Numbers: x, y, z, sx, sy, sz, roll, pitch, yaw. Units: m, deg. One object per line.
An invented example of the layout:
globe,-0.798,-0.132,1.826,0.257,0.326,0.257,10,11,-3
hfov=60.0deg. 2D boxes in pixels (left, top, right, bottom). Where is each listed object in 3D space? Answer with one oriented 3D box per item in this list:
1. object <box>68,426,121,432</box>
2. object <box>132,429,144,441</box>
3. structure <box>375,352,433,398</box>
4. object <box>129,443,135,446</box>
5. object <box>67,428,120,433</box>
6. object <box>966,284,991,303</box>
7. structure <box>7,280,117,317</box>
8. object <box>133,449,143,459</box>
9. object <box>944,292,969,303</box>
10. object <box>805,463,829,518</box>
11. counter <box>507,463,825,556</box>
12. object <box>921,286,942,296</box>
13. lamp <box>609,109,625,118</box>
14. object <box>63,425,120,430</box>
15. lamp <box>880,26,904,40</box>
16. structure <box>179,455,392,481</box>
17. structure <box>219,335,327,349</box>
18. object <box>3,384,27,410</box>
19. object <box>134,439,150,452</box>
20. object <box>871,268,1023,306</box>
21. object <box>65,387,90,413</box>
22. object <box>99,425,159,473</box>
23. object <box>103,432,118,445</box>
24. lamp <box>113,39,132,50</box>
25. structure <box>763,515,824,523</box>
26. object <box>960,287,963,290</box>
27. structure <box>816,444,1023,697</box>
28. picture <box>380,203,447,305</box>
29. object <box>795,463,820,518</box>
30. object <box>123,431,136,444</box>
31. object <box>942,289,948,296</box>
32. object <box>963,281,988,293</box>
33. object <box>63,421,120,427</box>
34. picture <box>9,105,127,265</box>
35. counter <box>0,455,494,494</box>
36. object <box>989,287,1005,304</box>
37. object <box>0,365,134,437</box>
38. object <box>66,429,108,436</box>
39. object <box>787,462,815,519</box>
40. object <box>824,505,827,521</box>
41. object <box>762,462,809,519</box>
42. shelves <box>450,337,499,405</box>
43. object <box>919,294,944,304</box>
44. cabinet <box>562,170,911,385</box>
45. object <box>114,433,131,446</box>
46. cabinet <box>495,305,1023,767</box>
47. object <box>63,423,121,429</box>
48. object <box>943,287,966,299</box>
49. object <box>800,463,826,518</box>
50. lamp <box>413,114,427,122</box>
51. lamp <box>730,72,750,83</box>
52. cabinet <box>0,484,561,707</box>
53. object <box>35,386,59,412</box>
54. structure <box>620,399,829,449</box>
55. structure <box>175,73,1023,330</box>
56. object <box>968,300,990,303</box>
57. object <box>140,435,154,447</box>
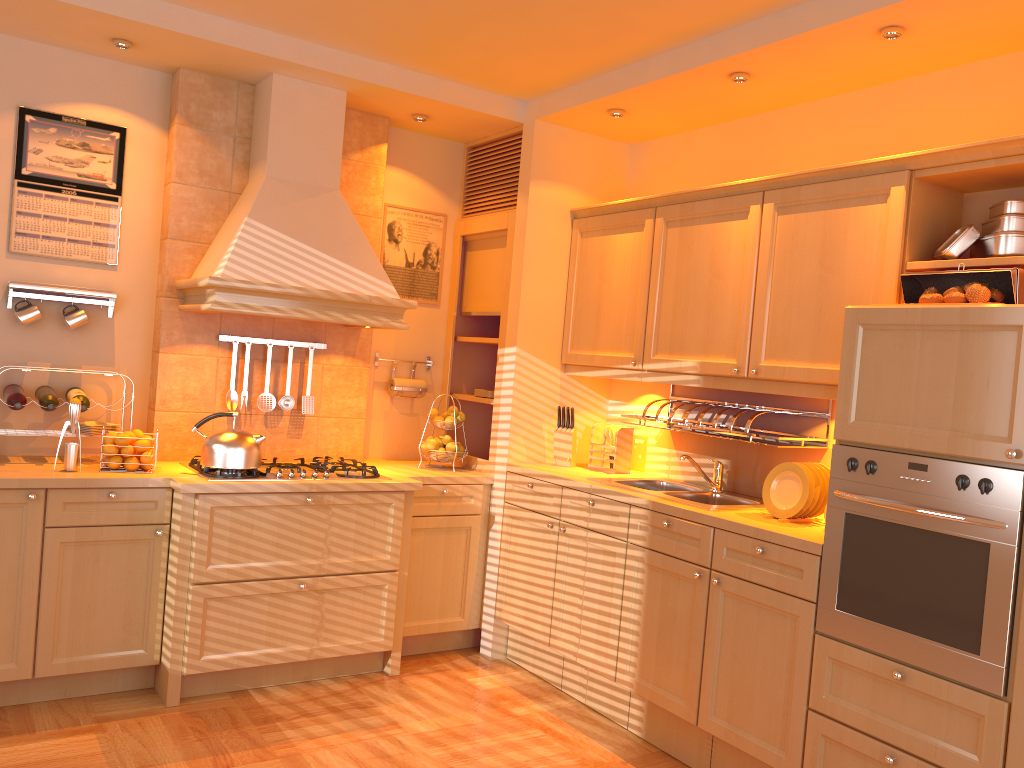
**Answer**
object,-1.768,0.191,3.735,0.172,0.011,0.163,5,2,26
object,-1.551,0.218,3.672,0.059,0.060,0.050,5,1,16
structure,-0.549,-0.042,4.641,0.320,0.220,0.126,4,2,-33
object,-1.569,0.247,3.638,0.061,0.051,0.055,5,1,11
object,-1.768,0.197,3.735,0.172,0.011,0.163,5,2,26
object,1.334,-0.255,2.538,0.066,0.064,0.045,5,1,18
structure,-1.904,-0.360,3.761,0.405,0.118,0.069,4,2,-33
object,-1.520,0.282,3.617,0.062,0.053,0.051,5,2,25
object,1.289,-0.249,2.576,0.062,0.036,0.065,4,1,-21
object,1.075,0.387,3.231,0.049,0.200,0.205,4,2,-32
counter,0.716,0.473,3.670,0.600,0.038,1.800,4,2,-33
object,1.286,-0.266,2.725,0.069,0.064,0.055,4,2,-29
lamp,0.470,-1.212,3.975,0.070,0.021,0.070,5,1,17
object,-1.767,0.184,3.735,0.172,0.011,0.163,5,2,26
lamp,1.218,-1.123,2.841,0.070,0.021,0.070,5,1,17
structure,-0.994,0.364,3.906,0.797,0.051,0.494,4,2,-33
structure,-1.104,-0.194,4.122,0.506,0.024,0.009,4,2,-33
object,-2.000,0.055,3.576,0.076,0.095,0.282,4,2,-33
object,-1.492,0.250,3.577,0.053,0.052,0.061,6,2,30
object,1.336,-0.277,2.647,0.280,0.123,0.400,4,2,-33
object,-1.808,0.068,3.704,0.076,0.095,0.282,4,2,-33
object,-1.554,0.260,3.607,0.207,0.174,0.189,4,1,-18
object,-1.604,0.222,3.549,0.057,0.060,0.052,5,1,5
lamp,-1.575,-1.371,3.583,0.070,0.021,0.070,6,2,40
structure,1.016,0.485,3.200,0.219,0.010,0.084,4,2,-30
object,1.357,-0.259,2.654,0.061,0.063,0.066,4,2,-26
structure,1.114,0.494,2.504,0.066,0.583,0.576,4,2,-33
picture,-0.523,-0.680,4.679,0.366,0.491,0.007,4,2,-33
object,1.027,0.384,3.203,0.049,0.200,0.205,4,2,-32
object,-1.554,0.218,3.596,0.063,0.053,0.051,5,1,18
object,1.348,-0.260,2.707,0.069,0.061,0.037,6,2,40
object,1.357,-0.280,2.596,0.061,0.047,0.063,5,1,15
object,-1.766,0.171,3.735,0.172,0.011,0.163,5,2,26
picture,-1.883,-0.834,3.774,0.417,0.605,0.009,4,2,-33
counter,-1.142,0.394,3.900,2.250,0.038,0.770,4,2,-33
object,1.406,-0.252,2.589,0.065,0.058,0.066,4,2,-41
object,-1.866,0.130,3.678,0.572,0.379,0.221,4,2,-33
object,-1.769,0.204,3.736,0.172,0.011,0.163,5,2,26
object,1.003,0.382,3.188,0.049,0.200,0.205,4,2,-32
object,1.105,0.434,2.976,0.037,0.129,0.133,4,2,-33
object,0.979,0.381,3.174,0.049,0.200,0.205,4,2,-32
shelves,0.034,0.124,4.753,0.582,0.702,0.600,4,2,-33
object,1.252,-0.252,2.642,0.069,0.034,0.066,4,1,-15
cabinet,0.900,-0.390,3.723,0.332,0.712,1.792,4,2,-33
object,-1.552,0.222,3.536,0.063,0.051,0.053,4,2,-26
cabinet,1.027,0.600,3.165,0.625,1.700,3.000,4,2,-33
object,-1.767,0.178,3.735,0.172,0.011,0.163,5,2,26
object,1.313,-0.258,2.630,0.065,0.056,0.056,6,2,41
object,1.051,0.386,3.217,0.049,0.200,0.205,4,2,-32
lamp,-0.449,-1.296,4.328,0.070,0.021,0.070,6,2,40
lamp,0.868,-1.164,3.377,0.070,0.021,0.070,5,1,6
cabinet,-0.827,0.860,3.921,2.850,0.840,1.141,4,2,-33
object,-1.904,0.062,3.640,0.076,0.095,0.282,4,2,-33
structure,0.868,0.151,3.745,0.300,0.126,0.900,4,2,-33
structure,0.451,-0.627,3.098,4.091,1.148,1.061,6,2,30
object,1.348,-0.244,2.575,0.062,0.036,0.065,4,2,-30
object,-1.497,0.236,3.635,0.063,0.053,0.051,6,2,29
